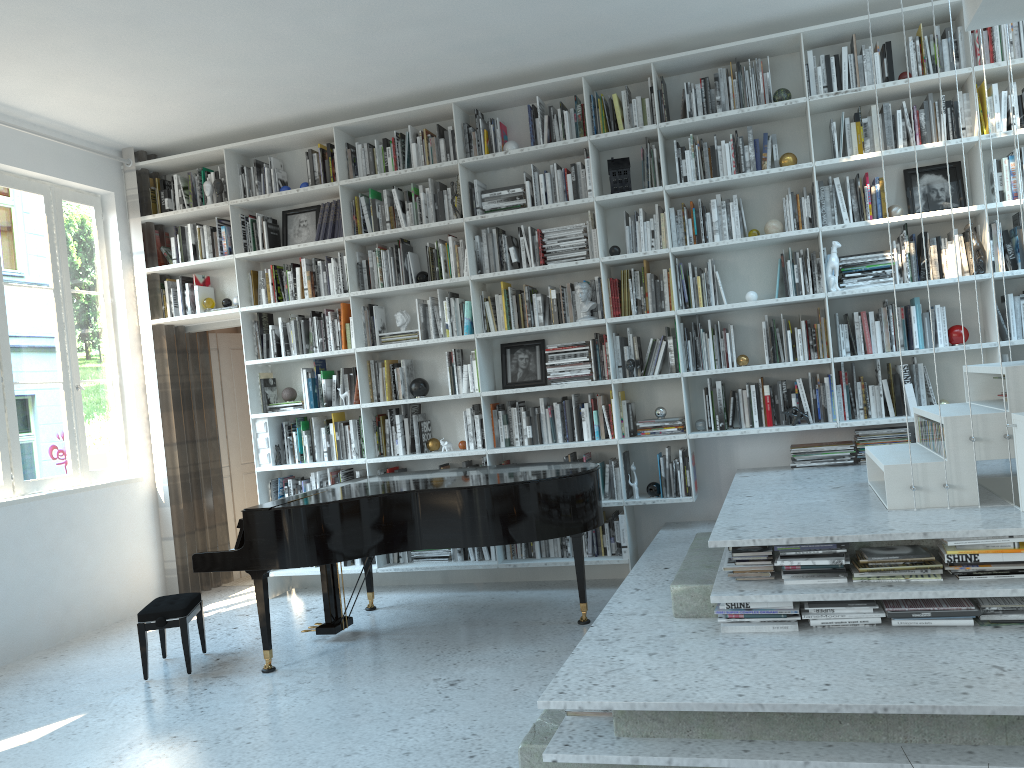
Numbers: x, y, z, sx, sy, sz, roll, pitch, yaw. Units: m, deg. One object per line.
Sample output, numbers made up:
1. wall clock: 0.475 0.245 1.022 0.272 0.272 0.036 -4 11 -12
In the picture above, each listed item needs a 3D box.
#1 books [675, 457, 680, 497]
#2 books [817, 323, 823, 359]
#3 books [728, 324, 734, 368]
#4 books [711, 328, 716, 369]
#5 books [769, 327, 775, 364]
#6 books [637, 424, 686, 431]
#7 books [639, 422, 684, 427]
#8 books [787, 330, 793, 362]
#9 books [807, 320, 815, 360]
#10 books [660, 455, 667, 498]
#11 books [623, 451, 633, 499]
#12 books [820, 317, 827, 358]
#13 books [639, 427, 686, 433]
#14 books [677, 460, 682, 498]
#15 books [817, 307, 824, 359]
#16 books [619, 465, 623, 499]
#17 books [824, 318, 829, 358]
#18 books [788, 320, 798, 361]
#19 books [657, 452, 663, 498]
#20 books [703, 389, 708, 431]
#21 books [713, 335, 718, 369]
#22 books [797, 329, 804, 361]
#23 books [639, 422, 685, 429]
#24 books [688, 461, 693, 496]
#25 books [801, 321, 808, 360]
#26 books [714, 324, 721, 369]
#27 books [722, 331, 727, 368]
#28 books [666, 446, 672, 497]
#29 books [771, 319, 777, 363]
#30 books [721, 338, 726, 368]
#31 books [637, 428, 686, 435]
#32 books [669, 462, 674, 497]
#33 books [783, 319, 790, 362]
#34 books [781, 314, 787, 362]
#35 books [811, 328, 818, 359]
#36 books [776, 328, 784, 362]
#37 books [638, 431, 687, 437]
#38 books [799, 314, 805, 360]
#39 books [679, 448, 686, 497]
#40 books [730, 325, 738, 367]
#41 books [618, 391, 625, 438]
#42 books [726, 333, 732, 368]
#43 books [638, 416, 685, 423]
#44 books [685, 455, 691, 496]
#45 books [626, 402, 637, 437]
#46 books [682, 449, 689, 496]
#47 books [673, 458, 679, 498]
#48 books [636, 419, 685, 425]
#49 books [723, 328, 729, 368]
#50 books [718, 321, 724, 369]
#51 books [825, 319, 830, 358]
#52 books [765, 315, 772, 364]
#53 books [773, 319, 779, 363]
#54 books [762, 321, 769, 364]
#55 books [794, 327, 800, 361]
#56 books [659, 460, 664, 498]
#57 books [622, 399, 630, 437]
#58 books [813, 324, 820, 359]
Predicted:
1. books: 1.013 0.561 5.365 0.012 0.225 0.149 -5 0 17
2. books: 1.799 -0.249 5.187 0.013 0.204 0.158 -5 0 17
3. books: 1.323 -0.230 5.337 0.014 0.261 0.141 -5 0 17
4. books: 1.229 -0.213 5.373 0.007 0.247 0.153 -5 0 17
5. books: 1.541 -0.229 5.259 0.016 0.216 0.177 -5 0 17
6. books: 0.921 0.267 5.419 0.285 0.012 0.159 -6 0 20
7. books: 0.916 0.243 5.413 0.254 0.012 0.161 -6 0 17
8. books: 1.638 -0.222 5.223 0.018 0.182 0.182 -5 0 17
9. books: 1.753 -0.258 5.209 0.021 0.232 0.155 -5 0 17
10. books: 0.929 0.560 5.381 0.014 0.246 0.176 -5 0 17
11. books: 0.719 0.561 5.499 0.012 0.285 0.159 -5 0 17
12. books: 1.825 -0.270 5.198 0.019 0.241 0.134 -5 0 17
13. books: 0.923 0.279 5.421 0.254 0.012 0.161 -6 0 23
14. books: 1.020 0.568 5.346 0.011 0.212 0.178 -5 0 17
15. books: 1.802 -0.295 5.176 0.007 0.295 0.162 -5 0 17
16. books: 0.698 0.592 5.514 0.025 0.229 0.133 -5 0 17
17. books: 1.838 -0.268 5.199 0.007 0.235 0.131 -5 0 17
18. books: 1.661 -0.255 5.246 0.030 0.244 0.135 -5 0 17
19. books: 0.910 0.553 5.396 0.005 0.264 0.162 -5 0 17
20. books: 1.185 0.156 5.394 0.012 0.254 0.161 -5 0 17
21. books: 1.239 -0.192 5.368 0.013 0.203 0.167 -5 0 17
22. books: 1.694 -0.228 5.212 0.019 0.183 0.190 -5 0 17
23. books: 0.921 0.255 5.423 0.254 0.012 0.161 -6 0 22
24. books: 1.085 0.564 5.354 0.012 0.206 0.160 -5 0 17
25. books: 1.716 -0.253 5.207 0.018 0.229 0.181 -5 0 17
26. books: 1.244 -0.225 5.353 0.012 0.267 0.183 -5 0 17
27. books: 1.289 -0.207 5.357 0.008 0.223 0.133 -5 0 17
28. books: 0.954 0.530 5.392 0.032 0.300 0.149 -5 0 17
29. books: 1.557 -0.254 5.268 0.015 0.262 0.149 -5 0 17
30. books: 1.281 -0.184 5.359 0.013 0.179 0.140 -5 0 17
31. books: 0.925 0.291 5.424 0.285 0.012 0.159 -6 0 22
32. books: 0.980 0.576 5.384 0.013 0.202 0.139 -5 0 17
33. books: 1.617 -0.254 5.228 0.018 0.251 0.184 -5 0 17
34. books: 1.611 -0.271 5.257 0.007 0.285 0.159 -5 0 17
35. books: 1.766 -0.234 5.178 0.016 0.180 0.189 -5 0 17
36. books: 1.595 -0.231 5.277 0.031 0.208 0.122 -5 0 17
37. books: 0.924 0.303 5.419 0.285 0.012 0.159 -6 0 20
38. books: 1.703 -0.275 5.211 0.006 0.274 0.172 -5 0 17
39. books: 1.034 0.530 5.348 0.021 0.285 0.172 -5 0 17
40. books: 1.336 -0.226 5.334 0.013 0.251 0.172 -5 0 17
41. books: 0.699 0.188 5.550 0.012 0.285 0.159 -5 0 17
42. books: 1.311 -0.201 5.337 0.014 0.207 0.180 -5 0 17
43. books: 0.915 0.219 5.415 0.254 0.012 0.160 -6 0 26
44. books: 1.069 0.552 5.346 0.013 0.233 0.149 -5 0 17
45. books: 0.750 0.221 5.539 0.030 0.210 0.136 -5 0 17
46. books: 1.058 0.534 5.363 0.015 0.271 0.157 -5 0 17
47. books: 0.990 0.564 5.355 0.026 0.225 0.175 -5 0 17
48. books: 0.918 0.230 5.421 0.285 0.012 0.159 -6 0 21
49. books: 1.296 -0.215 5.344 0.015 0.238 0.176 -5 0 17
50. books: 1.267 -0.236 5.362 0.006 0.285 0.159 -5 0 17
51. books: 1.843 -0.263 5.188 0.009 0.224 0.146 -5 0 17
52. books: 1.530 -0.265 5.290 0.016 0.290 0.131 -5 0 17
53. books: 1.568 -0.253 5.264 0.008 0.259 0.158 -5 0 17
54. books: 1.512 -0.244 5.283 0.019 0.252 0.130 -5 0 17
55. books: 1.679 -0.232 5.221 0.015 0.195 0.175 -5 0 17
56. books: 0.922 0.569 5.401 0.012 0.229 0.129 -5 0 17
57. books: 0.721 0.215 5.544 0.027 0.229 0.141 -5 0 17
58. books: 1.788 -0.248 5.200 0.016 0.205 0.141 -5 0 17
